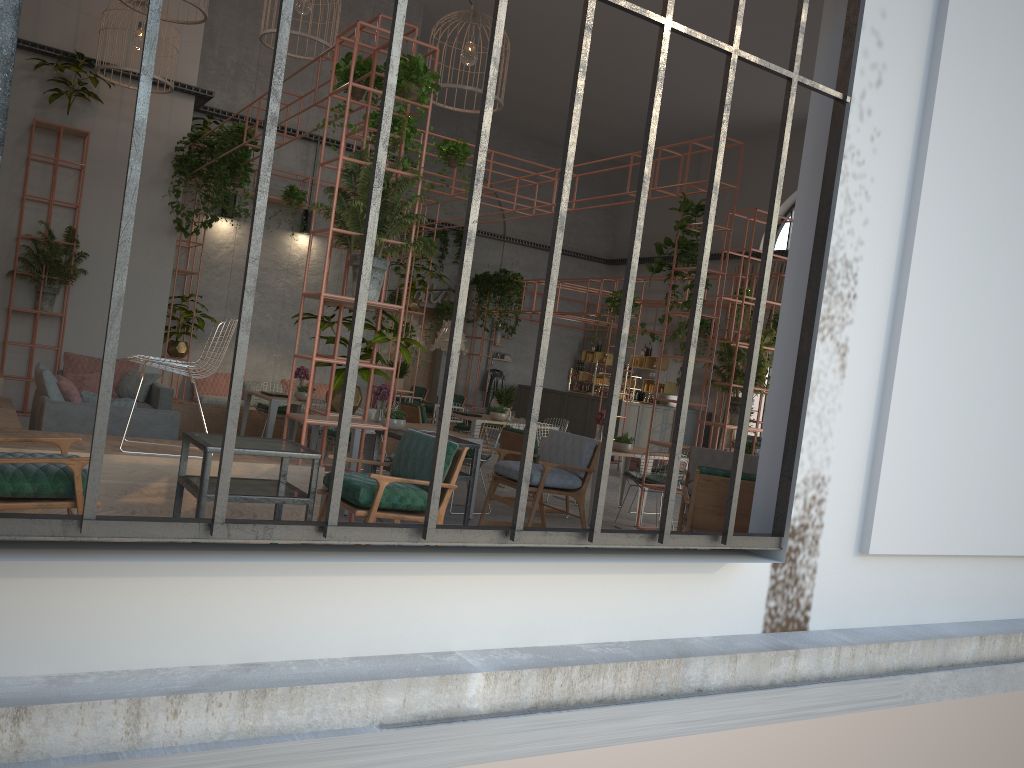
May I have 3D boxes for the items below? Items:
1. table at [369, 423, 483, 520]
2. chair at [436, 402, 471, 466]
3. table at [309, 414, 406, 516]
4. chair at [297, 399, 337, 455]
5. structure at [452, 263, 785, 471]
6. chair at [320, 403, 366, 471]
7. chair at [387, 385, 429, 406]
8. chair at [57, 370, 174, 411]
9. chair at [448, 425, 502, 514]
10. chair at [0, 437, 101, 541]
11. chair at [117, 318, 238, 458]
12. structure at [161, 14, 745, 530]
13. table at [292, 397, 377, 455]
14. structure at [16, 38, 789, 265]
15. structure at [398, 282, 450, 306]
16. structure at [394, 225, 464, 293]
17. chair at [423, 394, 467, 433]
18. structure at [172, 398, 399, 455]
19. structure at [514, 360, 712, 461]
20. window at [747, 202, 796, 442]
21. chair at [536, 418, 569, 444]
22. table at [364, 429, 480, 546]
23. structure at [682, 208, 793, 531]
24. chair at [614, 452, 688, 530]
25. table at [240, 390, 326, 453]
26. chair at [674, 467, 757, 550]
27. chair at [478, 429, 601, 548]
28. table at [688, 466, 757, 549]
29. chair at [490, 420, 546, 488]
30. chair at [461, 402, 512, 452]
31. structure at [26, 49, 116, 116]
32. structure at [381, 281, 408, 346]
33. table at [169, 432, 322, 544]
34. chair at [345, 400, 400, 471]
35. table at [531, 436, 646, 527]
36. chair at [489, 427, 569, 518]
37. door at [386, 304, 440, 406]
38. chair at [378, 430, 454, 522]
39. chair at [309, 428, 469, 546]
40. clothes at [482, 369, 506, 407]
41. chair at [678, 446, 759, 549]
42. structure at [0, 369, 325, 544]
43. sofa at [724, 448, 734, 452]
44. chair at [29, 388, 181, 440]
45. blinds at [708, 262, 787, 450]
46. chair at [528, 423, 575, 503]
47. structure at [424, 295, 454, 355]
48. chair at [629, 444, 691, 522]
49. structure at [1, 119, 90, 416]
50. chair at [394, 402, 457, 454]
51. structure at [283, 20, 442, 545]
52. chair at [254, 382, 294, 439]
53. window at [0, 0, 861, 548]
[{"bbox_3d":[-0.951,0.888,9.354,0.694,0.830,1.214,7,1,-32],"label":"table"},{"bbox_3d":[-0.882,0.775,13.703,0.565,0.941,0.717,7,1,-30],"label":"chair"},{"bbox_3d":[-1.536,0.813,8.987,0.694,0.830,1.205,7,1,-32],"label":"table"},{"bbox_3d":[-2.302,0.634,10.647,0.565,0.941,0.717,8,1,-15],"label":"chair"},{"bbox_3d":[3.972,0.043,15.973,4.157,4.247,14.689,7,1,-32],"label":"structure"},{"bbox_3d":[-1.854,0.708,9.895,0.565,0.941,0.717,7,1,-30],"label":"chair"},{"bbox_3d":[-2.310,0.489,19.400,0.685,0.930,0.722,7,1,-32],"label":"chair"},{"bbox_3d":[-4.553,0.267,10.091,1.127,0.672,1.052,7,1,-32],"label":"chair"},{"bbox_3d":[-0.528,0.896,9.634,0.717,0.941,0.565,7,1,-35],"label":"chair"},{"bbox_3d":[-2.422,0.539,4.356,0.685,0.929,0.722,7,1,-32],"label":"chair"},{"bbox_3d":[-2.228,-0.024,5.858,0.717,0.941,0.565,7,1,-23],"label":"chair"},{"bbox_3d":[-3.155,-1.456,13.366,4.501,4.345,14.096,7,1,-33],"label":"structure"},{"bbox_3d":[-2.363,0.652,11.685,0.694,0.830,1.214,7,1,-32],"label":"table"},{"bbox_3d":[0.064,-3.334,12.928,15.603,0.110,15.203,7,1,-32],"label":"structure"},{"bbox_3d":[-2.029,-2.132,20.586,1.312,0.505,0.063,7,1,-32],"label":"structure"},{"bbox_3d":[-1.855,-2.952,20.484,1.939,1.514,0.856,7,1,-38],"label":"structure"},{"bbox_3d":[-1.414,0.638,17.924,0.685,0.930,0.722,7,1,-32],"label":"chair"},{"bbox_3d":[-4.537,0.463,15.693,4.386,0.500,5.831,7,1,-32],"label":"structure"},{"bbox_3d":[2.262,0.540,20.509,2.579,2.022,4.057,7,1,-32],"label":"structure"},{"bbox_3d":[6.406,-1.402,17.272,0.089,5.538,4.127,7,1,-32],"label":"window"},{"bbox_3d":[0.444,0.962,13.442,0.717,0.941,0.565,7,1,-35],"label":"chair"},{"bbox_3d":[-0.703,0.796,6.803,0.635,0.798,0.602,7,1,-32],"label":"table"},{"bbox_3d":[2.452,-0.034,9.599,0.624,3.602,0.424,7,1,-32],"label":"structure"},{"bbox_3d":[1.538,1.178,9.764,0.565,0.941,0.717,8,1,-15],"label":"chair"},{"bbox_3d":[-2.950,0.577,11.316,0.694,0.830,1.205,7,1,-32],"label":"table"},{"bbox_3d":[1.532,1.057,6.194,0.722,0.917,0.685,8,1,8],"label":"chair"},{"bbox_3d":[0.239,0.852,7.370,0.685,0.929,0.722,7,1,-32],"label":"chair"},{"bbox_3d":[1.780,1.131,7.225,0.602,0.798,0.635,8,1,8],"label":"table"},{"bbox_3d":[0.084,0.936,12.126,0.565,0.941,0.717,8,1,-15],"label":"chair"},{"bbox_3d":[-0.499,0.791,16.416,0.685,0.929,0.722,7,1,-32],"label":"chair"},{"bbox_3d":[-5.389,-3.709,10.914,0.934,0.803,0.903,8,1,30],"label":"structure"},{"bbox_3d":[-2.741,-1.607,20.270,0.921,1.527,0.950,8,1,2],"label":"structure"},{"bbox_3d":[-1.499,0.720,4.927,0.635,0.798,0.602,7,1,-32],"label":"table"},{"bbox_3d":[-1.942,0.660,11.963,0.717,0.941,0.565,7,1,-35],"label":"chair"},{"bbox_3d":[0.888,1.135,10.433,0.694,0.830,1.205,7,1,-32],"label":"table"},{"bbox_3d":[0.229,0.996,10.138,0.685,0.917,0.722,7,1,-32],"label":"chair"},{"bbox_3d":[-2.607,-0.518,21.243,1.360,2.729,0.551,7,1,-32],"label":"door"},{"bbox_3d":[-0.888,0.870,8.318,0.565,0.941,0.717,8,1,-15],"label":"chair"},{"bbox_3d":[-0.763,0.749,5.384,0.685,0.929,0.722,7,1,-32],"label":"chair"},{"bbox_3d":[-0.410,0.135,21.673,0.366,0.997,0.625,9,1,39],"label":"clothes"},{"bbox_3d":[1.906,1.077,8.066,0.722,0.914,0.685,8,1,8],"label":"chair"},{"bbox_3d":[-4.009,0.175,7.325,3.396,1.111,9.152,7,1,-32],"label":"structure"},{"bbox_3d":[4.551,1.625,15.988,1.960,0.672,2.219,7,1,-31],"label":"sofa"},{"bbox_3d":[-3.507,0.412,7.596,1.056,0.586,1.127,7,1,-32],"label":"chair"},{"bbox_3d":[5.733,-0.243,17.117,0.414,4.389,4.957,7,1,-30],"label":"blinds"},{"bbox_3d":[0.571,1.017,11.341,0.565,0.941,0.717,7,1,-30],"label":"chair"},{"bbox_3d":[-1.650,-1.450,20.999,0.950,1.527,0.921,7,1,-33],"label":"structure"},{"bbox_3d":[1.897,1.204,11.080,0.717,0.941,0.565,7,1,-35],"label":"chair"},{"bbox_3d":[-5.841,-1.406,11.039,0.624,3.596,0.424,7,1,-32],"label":"structure"},{"bbox_3d":[-1.224,0.754,12.500,0.685,0.917,0.722,7,1,-32],"label":"chair"},{"bbox_3d":[-0.993,-0.650,6.229,0.748,3.623,0.722,7,1,-32],"label":"structure"},{"bbox_3d":[-3.268,0.473,12.224,0.565,0.941,0.717,7,1,-30],"label":"chair"},{"bbox_3d":[0.198,-2.019,3.919,4.126,5.544,0.089,7,1,-32],"label":"window"}]
